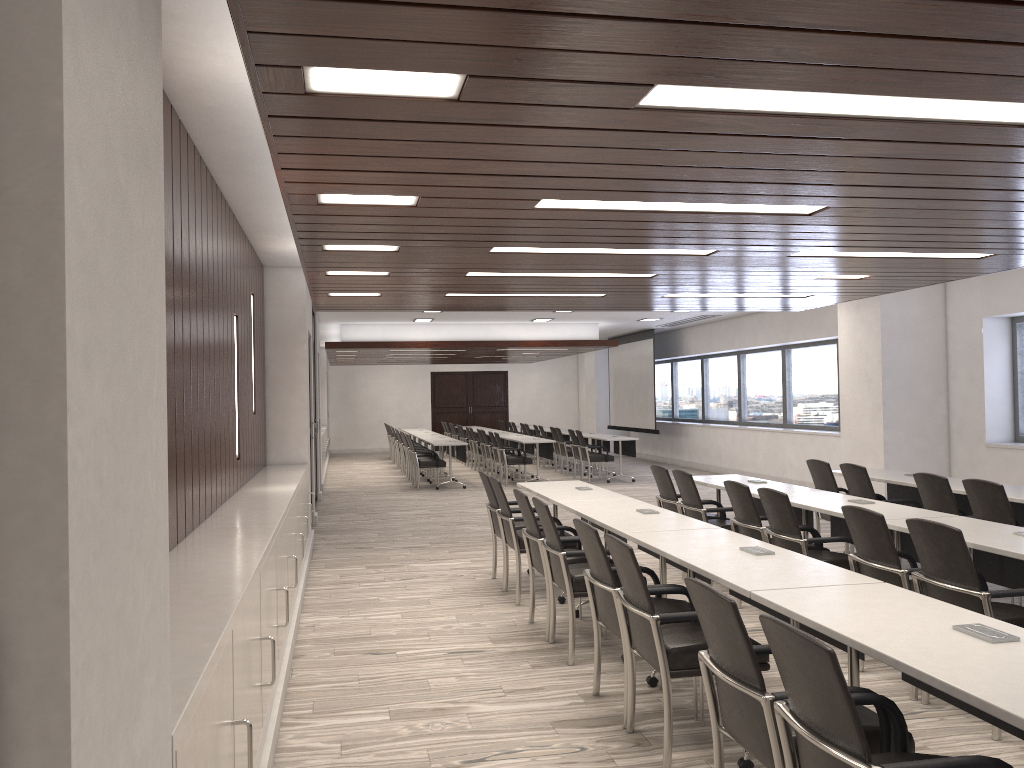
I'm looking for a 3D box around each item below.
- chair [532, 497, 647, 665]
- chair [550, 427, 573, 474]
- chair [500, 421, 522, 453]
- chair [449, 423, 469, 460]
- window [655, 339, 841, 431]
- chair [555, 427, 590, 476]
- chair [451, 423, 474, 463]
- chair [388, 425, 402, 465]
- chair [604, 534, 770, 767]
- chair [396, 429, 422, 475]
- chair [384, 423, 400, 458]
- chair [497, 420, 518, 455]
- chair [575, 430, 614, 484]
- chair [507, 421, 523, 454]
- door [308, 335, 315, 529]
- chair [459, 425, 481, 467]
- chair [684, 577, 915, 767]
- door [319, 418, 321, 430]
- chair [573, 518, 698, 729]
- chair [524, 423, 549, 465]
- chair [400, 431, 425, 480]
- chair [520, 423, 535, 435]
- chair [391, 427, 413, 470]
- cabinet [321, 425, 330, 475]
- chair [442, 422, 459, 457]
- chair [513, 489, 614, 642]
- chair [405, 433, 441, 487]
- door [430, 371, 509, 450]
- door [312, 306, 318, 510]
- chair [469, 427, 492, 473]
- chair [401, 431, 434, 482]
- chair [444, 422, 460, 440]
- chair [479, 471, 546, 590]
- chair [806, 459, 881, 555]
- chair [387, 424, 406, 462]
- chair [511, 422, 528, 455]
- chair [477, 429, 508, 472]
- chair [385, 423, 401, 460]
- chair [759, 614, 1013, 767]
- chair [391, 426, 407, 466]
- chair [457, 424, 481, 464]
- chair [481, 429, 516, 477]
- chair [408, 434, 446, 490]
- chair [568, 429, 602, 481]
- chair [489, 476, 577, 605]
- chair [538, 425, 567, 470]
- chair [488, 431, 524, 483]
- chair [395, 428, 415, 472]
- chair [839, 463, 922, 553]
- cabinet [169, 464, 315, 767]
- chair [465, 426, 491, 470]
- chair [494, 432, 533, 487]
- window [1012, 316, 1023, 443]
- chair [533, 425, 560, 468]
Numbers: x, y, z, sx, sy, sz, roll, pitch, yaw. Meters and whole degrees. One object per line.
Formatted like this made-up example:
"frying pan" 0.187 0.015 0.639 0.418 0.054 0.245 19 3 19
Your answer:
"chair" 0.457 1.145 5.362 0.638 0.939 0.513 -1 -1 -11
"chair" 1.100 1.319 17.867 0.638 0.939 0.513 -1 -1 -12
"chair" 0.024 1.422 23.318 0.638 0.939 0.513 -1 -1 -10
"chair" -1.241 1.427 22.058 0.638 0.939 0.513 -1 -1 -11
"window" 4.409 0.080 16.982 0.118 1.419 10.452 -1 -1 -11
"chair" 1.182 1.310 17.351 0.638 0.939 0.513 -1 -1 -11
"chair" -1.150 1.418 21.547 0.638 0.939 0.513 -1 -1 -11
"chair" -2.642 1.443 21.249 0.638 0.939 0.513 -1 -1 -12
"chair" 0.746 1.117 3.864 0.638 0.939 0.513 -1 -1 -10
"chair" -2.062 1.387 18.255 0.638 0.939 0.513 -1 -1 -10
"chair" -3.027 1.480 23.257 0.638 0.939 0.513 -1 -1 -11
"chair" -0.067 1.431 23.831 0.638 0.939 0.513 -1 -1 -11
"chair" 1.473 1.282 15.854 0.638 0.939 0.513 -1 -1 -10
"chair" 0.215 1.403 22.347 0.638 0.939 0.513 -1 -1 -11
"door" -2.426 0.566 10.402 0.200 2.323 1.163 -1 -1 -11
"chair" -0.865 1.390 20.050 0.638 0.939 0.513 -1 -1 -11
"chair" 0.921 1.099 2.893 0.638 0.939 0.513 -1 -1 -11
"door" -3.240 0.644 14.593 0.200 2.323 1.163 -1 -1 -11
"chair" 0.645 1.127 4.385 0.638 0.939 0.513 -1 -1 -12
"chair" 0.616 1.366 20.329 0.638 0.939 0.513 -1 -1 -11
"chair" -1.867 1.368 17.297 0.638 0.939 0.513 -1 -1 -10
"chair" 0.522 1.375 20.847 0.638 0.939 0.513 -1 -1 -12
"chair" -2.356 1.415 19.754 0.638 0.939 0.513 -1 -1 -11
"cabinet" -4.297 1.370 19.554 0.476 0.698 7.540 -1 -1 -11
"chair" -1.544 1.456 23.546 0.638 0.939 0.513 -1 -1 -12
"chair" 0.343 1.155 5.870 0.638 0.939 0.513 -1 -1 -12
"chair" -1.577 1.340 15.789 0.638 0.939 0.513 -1 -1 -12
"door" -1.250 0.783 26.429 2.329 2.323 0.200 -1 -1 -11
"door" -2.839 0.322 12.504 0.200 2.889 2.327 -1 -1 -11
"chair" -0.570 1.362 18.554 0.638 0.939 0.513 -1 -1 -11
"chair" -1.766 1.359 16.773 0.638 0.939 0.513 -1 -1 -11
"chair" -1.429 1.446 23.041 0.638 0.939 0.513 -1 -1 -11
"chair" 0.055 1.183 7.374 0.638 0.939 0.513 -1 -1 -11
"chair" 3.011 1.134 7.944 0.638 0.939 0.513 -1 -1 -11
"chair" -2.743 1.452 21.765 0.638 0.939 0.513 -1 -1 -11
"chair" 0.315 1.394 21.824 0.638 0.939 0.513 -1 -1 -12
"chair" -0.370 1.343 17.573 0.638 0.939 0.513 -1 -1 -11
"chair" -2.924 1.470 22.743 0.638 0.939 0.513 -1 -1 -11
"chair" 1.030 1.089 2.370 0.638 0.939 0.513 -1 -1 -11
"chair" -2.440 1.424 20.272 0.638 0.939 0.513 -1 -1 -12
"chair" -0.955 1.400 20.566 0.638 0.939 0.513 -1 -1 -11
"chair" -0.272 1.334 17.063 0.638 0.939 0.513 -1 -1 -12
"chair" -1.468 1.330 15.278 0.638 0.939 0.513 -1 -1 -10
"chair" 1.374 1.292 16.367 0.638 0.939 0.513 -1 -1 -11
"chair" 0.157 1.173 6.854 0.638 0.939 0.513 -1 -1 -12
"chair" 0.895 1.338 18.836 0.638 0.939 0.513 -1 -1 -10
"chair" -0.097 1.316 16.088 0.638 0.939 0.513 -1 -1 -12
"chair" -2.155 1.396 18.766 0.638 0.939 0.513 -1 -1 -11
"chair" 3.126 1.124 7.435 0.638 0.939 0.513 -1 -1 -11
"cabinet" -1.546 1.105 5.387 0.476 0.698 7.540 -1 -1 -11
"chair" -0.672 1.372 19.061 0.638 0.939 0.513 -1 -1 -10
"chair" 0.017 1.306 15.567 0.638 0.939 0.513 -1 -1 -11
"window" 6.414 -0.114 6.663 0.118 1.419 6.968 -1 -1 -11
"chair" 0.797 1.347 19.352 0.638 0.939 0.513 -1 -1 -10
